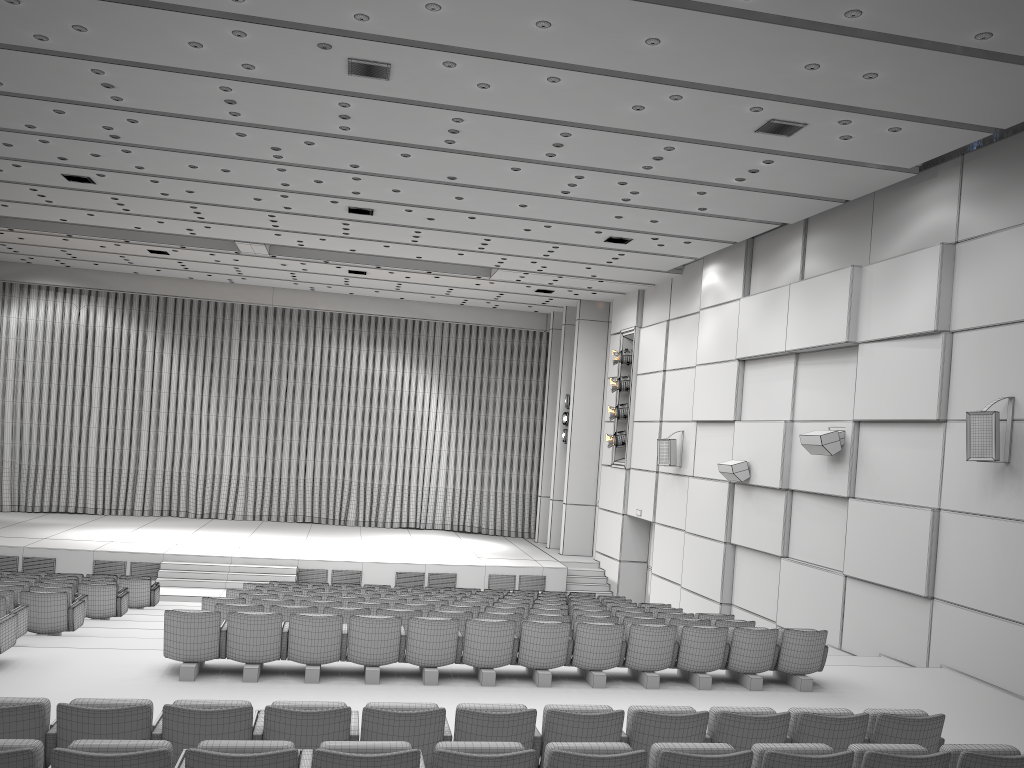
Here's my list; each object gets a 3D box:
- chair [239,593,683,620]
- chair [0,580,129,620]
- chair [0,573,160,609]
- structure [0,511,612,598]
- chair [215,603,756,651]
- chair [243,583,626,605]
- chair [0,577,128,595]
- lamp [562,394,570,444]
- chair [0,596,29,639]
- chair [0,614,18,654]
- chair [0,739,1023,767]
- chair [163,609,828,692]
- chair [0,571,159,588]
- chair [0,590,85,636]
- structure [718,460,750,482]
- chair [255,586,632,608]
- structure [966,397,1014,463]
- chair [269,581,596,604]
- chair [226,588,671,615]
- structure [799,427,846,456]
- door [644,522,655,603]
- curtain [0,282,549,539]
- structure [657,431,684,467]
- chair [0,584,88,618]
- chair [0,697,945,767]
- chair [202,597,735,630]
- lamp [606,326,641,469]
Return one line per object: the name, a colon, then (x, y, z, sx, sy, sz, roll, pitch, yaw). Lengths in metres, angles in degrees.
chair: (-0.578, 3.225, 12.052, 6.056, 0.621, 0.612, 5, -2, -11)
chair: (-8.629, 2.795, 11.673, 6.606, 0.621, 0.612, 5, -2, -11)
chair: (-9.049, 3.199, 13.839, 6.606, 0.621, 0.612, 5, -2, -11)
structure: (-6.549, 4.275, 22.298, 17.836, 0.845, 8.320, 5, -4, -10)
chair: (-0.158, 2.820, 9.886, 6.056, 0.621, 0.612, 5, -2, -11)
chair: (-1.226, 3.830, 15.298, 6.606, 0.621, 0.612, 5, -2, -11)
chair: (-8.822, 2.998, 12.759, 6.056, 0.621, 0.612, 5, -2, -11)
lamp: (1.548, 0.933, 23.436, 0.437, 1.478, 0.385, 4, 0, -14)
chair: (-7.981, 2.190, 8.427, 6.056, 0.621, 0.612, 5, -2, -11)
chair: (-7.788, 1.986, 7.341, 6.606, 0.621, 0.612, 5, -2, -11)
chair: (-3.391, 1.770, 3.760, 13.763, 0.621, 0.612, 5, -2, -11)
chair: (0.036, 2.617, 8.800, 6.607, 0.621, 0.612, 5, -2, -11)
chair: (-9.209, 3.406, 14.938, 6.056, 0.621, 0.612, 5, -2, -11)
chair: (-8.208, 2.391, 9.507, 6.606, 0.621, 0.612, 5, -2, -11)
structure: (3.861, 1.462, 15.207, 0.471, 0.417, 0.520, 4, -2, -13)
chair: (-0.999, 3.629, 14.218, 6.056, 0.621, 0.612, 5, -2, -11)
structure: (5.248, 0.494, 9.737, 0.408, 0.744, 0.411, 4, 0, 37)
chair: (-1.386, 4.037, 16.396, 6.056, 0.621, 0.612, 5, -2, -11)
chair: (-0.805, 3.426, 13.132, 6.606, 0.621, 0.612, 5, -2, -11)
structure: (4.487, 0.816, 12.738, 0.471, 0.417, 0.520, 4, -2, -15)
door: (3.315, 4.149, 19.928, 0.086, 2.177, 1.698, 4, -1, -10)
curtain: (-6.912, 0.744, 25.341, 16.146, 6.519, 1.428, 5, 0, -11)
structure: (3.200, 1.300, 17.891, 0.408, 0.744, 0.411, 4, 0, 37)
chair: (-8.402, 2.594, 10.593, 6.056, 0.621, 0.612, 5, -2, -11)
chair: (-3.628, 1.970, 4.838, 13.212, 0.621, 0.612, 5, -2, -11)
chair: (-0.385, 3.021, 10.966, 6.606, 0.621, 0.612, 5, -2, -11)
lamp: (2.679, 0.342, 21.031, 0.756, 3.339, 1.020, 4, 0, -15)
